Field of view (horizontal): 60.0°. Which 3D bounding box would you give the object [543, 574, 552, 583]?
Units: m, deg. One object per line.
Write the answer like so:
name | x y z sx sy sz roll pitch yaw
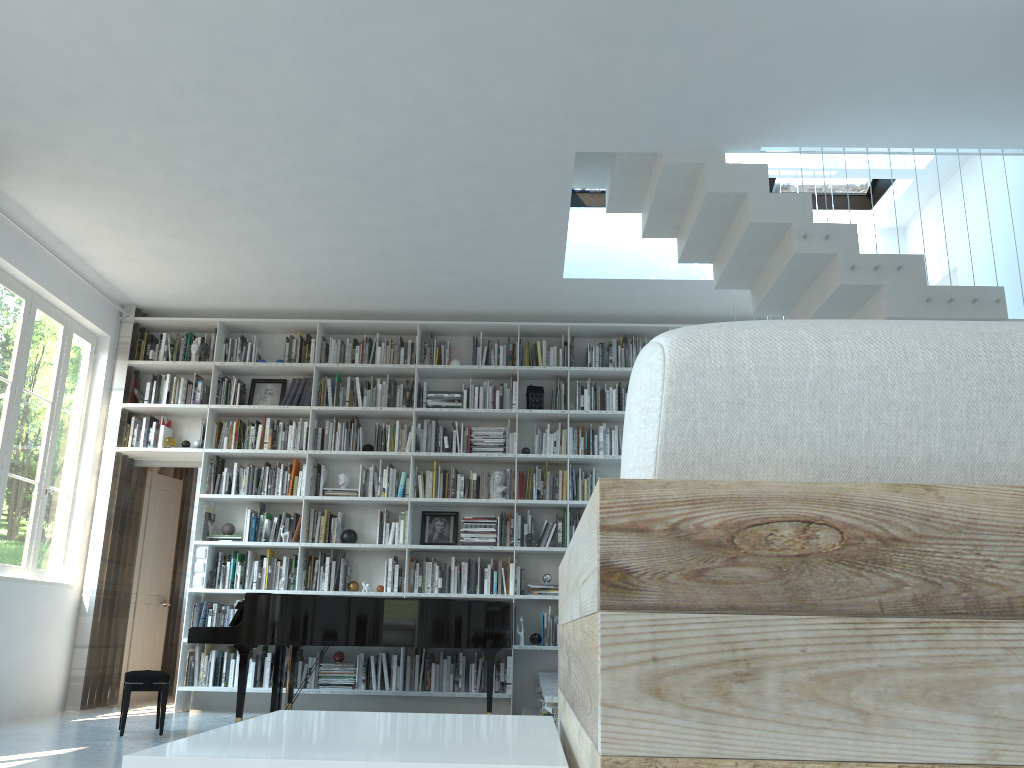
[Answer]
object | 0.274 1.520 6.938 0.072 0.072 0.071 14 -20 -38

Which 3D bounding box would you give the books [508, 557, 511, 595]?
books | -0.021 1.533 7.051 0.011 0.299 0.149 1 -15 1

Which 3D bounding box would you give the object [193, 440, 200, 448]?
object | -2.600 0.499 7.339 0.071 0.072 0.072 7 -17 -20

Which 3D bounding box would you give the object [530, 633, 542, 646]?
object | 0.183 1.960 6.804 0.094 0.094 0.094 14 -20 -38

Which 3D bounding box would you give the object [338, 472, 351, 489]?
object | -1.380 0.794 7.274 0.095 0.156 0.121 -3 -16 15

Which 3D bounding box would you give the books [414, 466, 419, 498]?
books | -0.780 0.828 7.268 0.010 0.281 0.140 1 -15 1

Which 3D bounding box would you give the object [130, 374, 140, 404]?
object | -3.191 0.072 7.491 0.035 0.294 0.177 1 -15 1

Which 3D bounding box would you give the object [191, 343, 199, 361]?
object | -2.661 -0.250 7.433 0.067 0.197 0.068 -13 -21 42

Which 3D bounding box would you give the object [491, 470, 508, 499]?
object | -0.101 0.815 7.101 0.137 0.243 0.138 11 -18 -32

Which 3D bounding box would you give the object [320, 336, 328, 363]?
object | -1.608 -0.248 7.568 0.012 0.284 0.160 1 -15 1

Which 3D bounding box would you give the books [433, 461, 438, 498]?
books | -0.625 0.801 7.228 0.014 0.316 0.188 1 -15 1

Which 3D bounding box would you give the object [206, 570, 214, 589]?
object | -2.363 1.534 6.943 0.045 0.146 0.045 -11 -20 38

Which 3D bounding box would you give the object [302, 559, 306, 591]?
object | -1.645 1.531 7.080 0.012 0.253 0.161 1 -15 1

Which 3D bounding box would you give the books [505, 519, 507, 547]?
books | -0.048 1.214 7.144 0.013 0.232 0.134 1 -15 1

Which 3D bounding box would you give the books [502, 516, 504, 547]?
books | -0.071 1.201 7.142 0.013 0.255 0.163 1 -15 1

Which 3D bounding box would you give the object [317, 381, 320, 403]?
object | -1.615 0.120 7.467 0.012 0.253 0.161 1 -15 1

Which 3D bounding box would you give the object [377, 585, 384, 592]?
object | -1.035 1.616 6.987 0.061 0.062 0.061 14 -20 -38

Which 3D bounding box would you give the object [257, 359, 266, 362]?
object | -2.123 -0.169 7.517 0.082 0.083 0.083 7 -17 -20

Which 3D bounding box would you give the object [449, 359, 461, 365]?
object | -0.479 -0.158 7.474 0.105 0.105 0.105 7 -17 -20

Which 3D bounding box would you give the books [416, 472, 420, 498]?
books | -0.770 0.850 7.260 0.011 0.234 0.142 1 -15 1

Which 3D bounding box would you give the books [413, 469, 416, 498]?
books | -0.792 0.839 7.255 0.012 0.253 0.161 1 -15 1

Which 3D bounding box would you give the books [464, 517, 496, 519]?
books | -0.260 1.094 7.169 0.254 0.012 0.161 2 -16 -2

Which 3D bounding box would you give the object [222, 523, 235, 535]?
object | -2.290 1.178 7.164 0.105 0.106 0.105 7 -17 -20

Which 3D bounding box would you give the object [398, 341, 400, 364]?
object | -0.954 -0.221 7.547 0.010 0.246 0.157 1 -15 1

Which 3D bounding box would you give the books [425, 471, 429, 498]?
books | -0.685 0.844 7.256 0.026 0.247 0.139 1 -15 1

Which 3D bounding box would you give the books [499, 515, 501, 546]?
books | -0.094 1.195 7.132 0.011 0.260 0.185 1 -16 1

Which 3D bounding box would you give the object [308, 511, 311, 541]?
object | -1.625 1.175 7.190 0.012 0.269 0.131 1 -15 1

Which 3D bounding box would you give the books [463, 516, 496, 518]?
books | -0.259 1.081 7.171 0.254 0.012 0.161 0 -16 5

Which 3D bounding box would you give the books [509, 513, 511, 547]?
books | -0.015 1.187 7.131 0.011 0.278 0.186 1 -16 1

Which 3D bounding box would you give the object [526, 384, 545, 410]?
object | 0.192 0.127 7.351 0.135 0.247 0.136 4 -16 -8

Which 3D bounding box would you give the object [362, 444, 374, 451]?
object | -1.182 0.542 7.298 0.097 0.098 0.097 14 -20 -38

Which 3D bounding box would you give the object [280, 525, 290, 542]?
object | -1.799 1.187 7.008 0.082 0.139 0.044 5 -16 -14

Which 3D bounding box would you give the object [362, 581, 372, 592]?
object | -1.140 1.594 6.971 0.060 0.094 0.078 -4 -16 17

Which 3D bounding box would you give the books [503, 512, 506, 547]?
books | -0.059 1.186 7.145 0.011 0.287 0.152 1 -15 1

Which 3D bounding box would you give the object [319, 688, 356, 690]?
object | -1.341 2.348 6.844 0.254 0.007 0.161 0 -16 4

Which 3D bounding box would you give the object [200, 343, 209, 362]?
object | -2.580 -0.249 7.431 0.067 0.197 0.068 -13 -21 42

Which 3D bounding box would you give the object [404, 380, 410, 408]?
object | -0.860 0.091 7.310 0.075 0.254 0.075 7 -16 -19

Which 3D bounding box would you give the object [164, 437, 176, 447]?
object | -2.822 0.481 7.319 0.087 0.087 0.087 14 -20 -38

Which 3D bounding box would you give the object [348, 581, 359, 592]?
object | -1.259 1.610 7.037 0.091 0.091 0.091 7 -17 -20

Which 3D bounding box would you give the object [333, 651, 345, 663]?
object | -1.340 2.116 6.872 0.086 0.087 0.086 7 -17 -20

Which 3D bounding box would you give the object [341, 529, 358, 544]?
object | -1.307 1.235 7.130 0.134 0.135 0.134 14 -20 -38

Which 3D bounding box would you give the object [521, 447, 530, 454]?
object | 0.112 0.551 7.207 0.072 0.072 0.071 14 -20 -38

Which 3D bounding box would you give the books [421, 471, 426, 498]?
books | -0.720 0.844 7.247 0.042 0.241 0.162 1 -16 1

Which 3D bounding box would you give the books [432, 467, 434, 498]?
books | -0.637 0.829 7.266 0.010 0.283 0.137 1 -15 1

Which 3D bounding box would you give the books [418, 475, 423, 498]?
books | -0.739 0.856 7.232 0.053 0.208 0.156 1 -16 1

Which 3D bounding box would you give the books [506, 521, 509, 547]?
books | -0.031 1.221 7.140 0.021 0.216 0.132 1 -15 1

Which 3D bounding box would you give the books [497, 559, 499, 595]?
books | -0.111 1.542 7.060 0.010 0.283 0.132 1 -15 1

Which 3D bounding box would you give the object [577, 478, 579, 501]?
object | 0.535 0.878 7.215 0.013 0.207 0.140 1 -16 1

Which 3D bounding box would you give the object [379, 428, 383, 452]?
object | -1.080 0.495 7.361 0.010 0.224 0.143 1 -15 1

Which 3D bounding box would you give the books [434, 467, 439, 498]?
books | -0.612 0.826 7.220 0.015 0.266 0.189 1 -16 1

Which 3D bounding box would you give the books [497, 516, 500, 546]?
books | -0.106 1.199 7.135 0.012 0.253 0.161 1 -15 1

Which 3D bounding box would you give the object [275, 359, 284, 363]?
object | -1.966 -0.166 7.513 0.082 0.083 0.083 7 -17 -20

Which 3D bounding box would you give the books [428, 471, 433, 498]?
books | -0.658 0.847 7.249 0.029 0.239 0.156 1 -15 1

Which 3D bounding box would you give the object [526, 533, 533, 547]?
object | 0.135 1.227 6.959 0.054 0.113 0.079 1 -16 0

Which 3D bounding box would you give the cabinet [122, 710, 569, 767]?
cabinet | -0.143 0.623 0.931 0.380 0.485 0.504 1 -16 1

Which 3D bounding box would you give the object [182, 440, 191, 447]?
object | -2.705 0.504 7.361 0.071 0.072 0.072 7 -17 -20

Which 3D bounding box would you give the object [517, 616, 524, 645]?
object | 0.069 1.889 6.802 0.053 0.224 0.046 -2 -16 13

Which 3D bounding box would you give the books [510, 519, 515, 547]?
books | 0.007 1.209 7.114 0.034 0.228 0.200 1 -16 1
